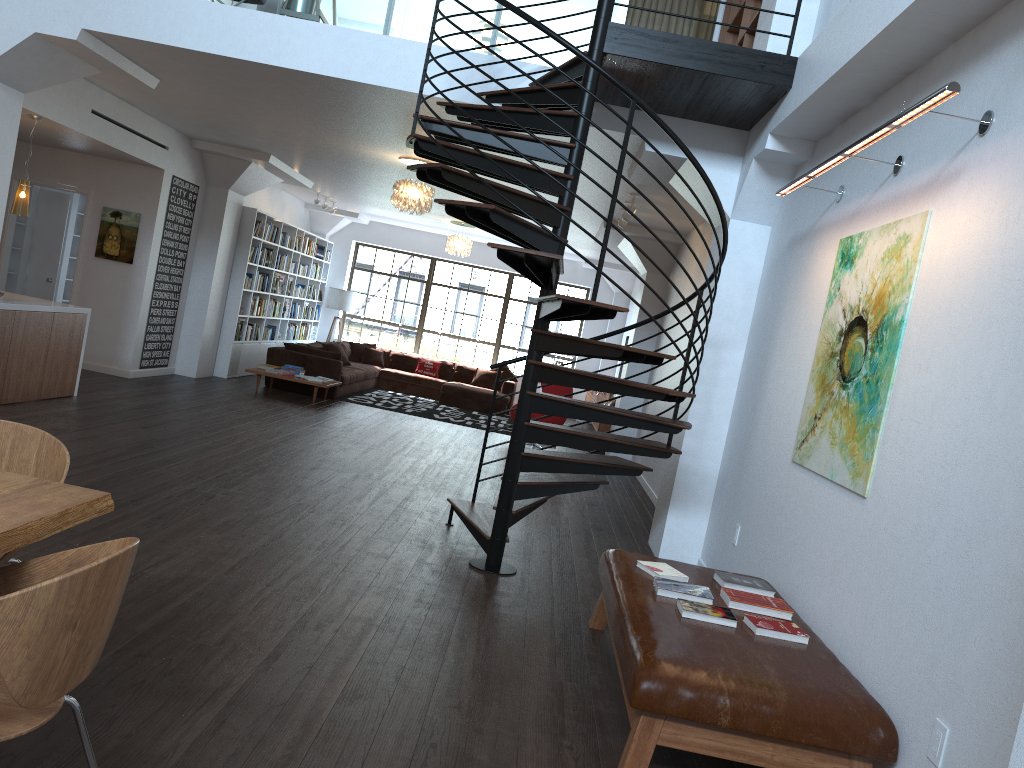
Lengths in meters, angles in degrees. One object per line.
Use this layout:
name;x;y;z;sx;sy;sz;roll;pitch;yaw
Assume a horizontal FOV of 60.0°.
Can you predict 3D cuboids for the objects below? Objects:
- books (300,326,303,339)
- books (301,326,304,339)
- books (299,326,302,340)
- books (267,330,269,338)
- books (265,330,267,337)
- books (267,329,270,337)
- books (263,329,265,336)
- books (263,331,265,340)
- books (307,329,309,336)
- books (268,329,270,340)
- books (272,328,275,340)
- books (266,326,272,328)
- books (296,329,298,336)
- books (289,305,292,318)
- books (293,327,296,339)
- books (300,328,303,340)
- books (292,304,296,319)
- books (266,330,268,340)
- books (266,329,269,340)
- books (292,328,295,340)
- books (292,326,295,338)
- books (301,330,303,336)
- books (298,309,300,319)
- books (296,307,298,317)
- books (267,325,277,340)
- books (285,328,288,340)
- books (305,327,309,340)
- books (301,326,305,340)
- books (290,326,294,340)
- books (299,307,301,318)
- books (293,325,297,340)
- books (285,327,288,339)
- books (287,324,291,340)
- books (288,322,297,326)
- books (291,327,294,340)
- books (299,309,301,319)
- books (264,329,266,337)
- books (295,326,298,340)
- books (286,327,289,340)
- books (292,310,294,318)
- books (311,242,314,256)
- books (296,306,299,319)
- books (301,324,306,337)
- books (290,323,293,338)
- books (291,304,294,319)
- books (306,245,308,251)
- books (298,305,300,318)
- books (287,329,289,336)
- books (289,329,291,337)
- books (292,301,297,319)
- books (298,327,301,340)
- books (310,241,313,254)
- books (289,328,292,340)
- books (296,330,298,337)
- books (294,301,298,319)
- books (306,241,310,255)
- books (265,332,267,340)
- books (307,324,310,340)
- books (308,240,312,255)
books;-3.867;-0.928;15.910;0.183;0.253;0.037;11;3;1
books;-3.866;-0.934;16.024;0.160;0.250;0.027;11;3;1
books;-3.873;-0.927;15.875;0.183;0.253;0.036;11;3;1
books;-3.929;-0.783;14.081;0.106;0.162;0.032;11;3;1
books;-3.941;-0.785;13.999;0.109;0.171;0.018;11;3;1
books;-3.936;-0.791;14.128;0.122;0.169;0.023;11;3;1
books;-3.950;-0.795;13.885;0.127;0.200;0.020;11;3;1
books;-3.945;-0.784;13.907;0.128;0.178;0.022;11;3;1
books;-3.857;-0.941;16.405;0.161;0.223;0.027;11;3;1
books;-3.934;-0.794;14.156;0.126;0.173;0.032;11;3;1
books;-3.928;-0.820;14.352;0.146;0.202;0.027;11;3;1
books;-3.946;-0.822;14.325;0.146;0.202;0.027;11;3;1
books;-3.875;-0.912;15.645;0.160;0.250;0.026;11;3;1
books;-3.822;-1.252;15.009;0.182;0.255;0.077;11;3;1
books;-3.889;-0.899;15.481;0.174;0.240;0.045;11;3;1
books;-3.870;-0.931;15.946;0.183;0.253;0.036;11;3;1
books;-3.810;-1.258;15.197;0.182;0.253;0.098;11;3;1
books;-3.936;-0.785;14.055;0.120;0.167;0.020;11;3;1
books;-3.928;-0.787;14.106;0.107;0.167;0.017;11;3;1
books;-3.884;-0.888;15.447;0.161;0.223;0.027;11;3;1
books;-3.885;-0.897;15.404;0.171;0.246;0.057;11;3;1
books;-3.877;-0.928;15.988;0.174;0.240;0.048;11;3;1
books;-3.809;-1.277;15.548;0.159;0.248;0.089;11;3;1
books;-3.817;-1.258;15.417;0.161;0.222;0.084;11;3;1
books;-3.925;-0.839;14.436;0.140;0.231;0.042;11;3;1
books;-3.907;-0.877;15.054;0.174;0.240;0.045;11;3;1
books;-3.856;-0.950;16.362;0.171;0.246;0.057;11;3;1
books;-3.862;-0.937;16.056;0.183;0.253;0.037;11;3;1
books;-3.888;-0.897;15.326;0.183;0.253;0.034;11;3;1
books;-3.802;-1.264;15.579;0.161;0.222;0.084;11;3;1
books;-3.875;-0.906;15.520;0.183;0.253;0.034;11;3;1
books;-3.907;-0.882;15.014;0.183;0.253;0.034;11;3;1
books;-3.899;-0.906;15.171;0.198;0.284;0.066;11;3;1
books;-3.879;-0.928;15.554;0.176;0.290;0.036;11;3;1
books;-3.883;-0.898;15.359;0.183;0.253;0.034;11;3;1
books;-3.804;-1.265;15.613;0.161;0.218;0.101;11;3;1
books;-3.946;-0.785;13.928;0.128;0.178;0.021;11;3;1
books;-3.879;-0.915;15.602;0.180;0.259;0.060;11;3;1
books;-3.897;-0.869;15.089;0.161;0.223;0.026;11;3;1
books;-3.822;-1.260;15.150;0.182;0.255;0.077;11;3;1
books;-3.583;-2.384;15.579;0.183;0.253;0.034;11;3;1
books;-3.808;-1.269;15.451;0.174;0.242;0.105;11;3;1
books;-3.873;-0.958;16.114;0.198;0.284;0.066;11;3;1
books;-3.887;-0.913;15.281;0.176;0.290;0.053;11;3;1
books;-3.818;-1.251;15.111;0.174;0.243;0.085;11;3;1
books;-3.619;-2.366;15.277;0.174;0.240;0.045;11;3;1
books;-3.809;-1.276;15.504;0.170;0.251;0.118;11;3;1
books;-3.906;-0.876;15.121;0.168;0.231;0.037;11;3;1
books;-3.887;-0.888;15.218;0.160;0.250;0.026;11;3;1
books;-3.819;-1.286;15.300;0.197;0.290;0.136;11;3;1
books;-3.879;-0.915;15.838;0.168;0.231;0.040;11;3;1
books;-3.591;-2.379;15.476;0.183;0.253;0.034;11;3;1
books;-3.886;-0.876;15.244;0.161;0.223;0.026;11;3;1
books;-3.878;-0.900;15.672;0.161;0.223;0.027;11;3;1
books;-3.812;-1.289;15.362;0.176;0.293;0.125;11;3;1
books;-3.595;-2.367;15.327;0.171;0.246;0.057;11;3;1
books;-3.936;-0.776;14.018;0.110;0.153;0.019;11;3;1
books;-3.851;-0.976;16.444;0.176;0.290;0.053;11;3;1
books;-3.593;-2.375;15.409;0.183;0.253;0.034;11;3;1
